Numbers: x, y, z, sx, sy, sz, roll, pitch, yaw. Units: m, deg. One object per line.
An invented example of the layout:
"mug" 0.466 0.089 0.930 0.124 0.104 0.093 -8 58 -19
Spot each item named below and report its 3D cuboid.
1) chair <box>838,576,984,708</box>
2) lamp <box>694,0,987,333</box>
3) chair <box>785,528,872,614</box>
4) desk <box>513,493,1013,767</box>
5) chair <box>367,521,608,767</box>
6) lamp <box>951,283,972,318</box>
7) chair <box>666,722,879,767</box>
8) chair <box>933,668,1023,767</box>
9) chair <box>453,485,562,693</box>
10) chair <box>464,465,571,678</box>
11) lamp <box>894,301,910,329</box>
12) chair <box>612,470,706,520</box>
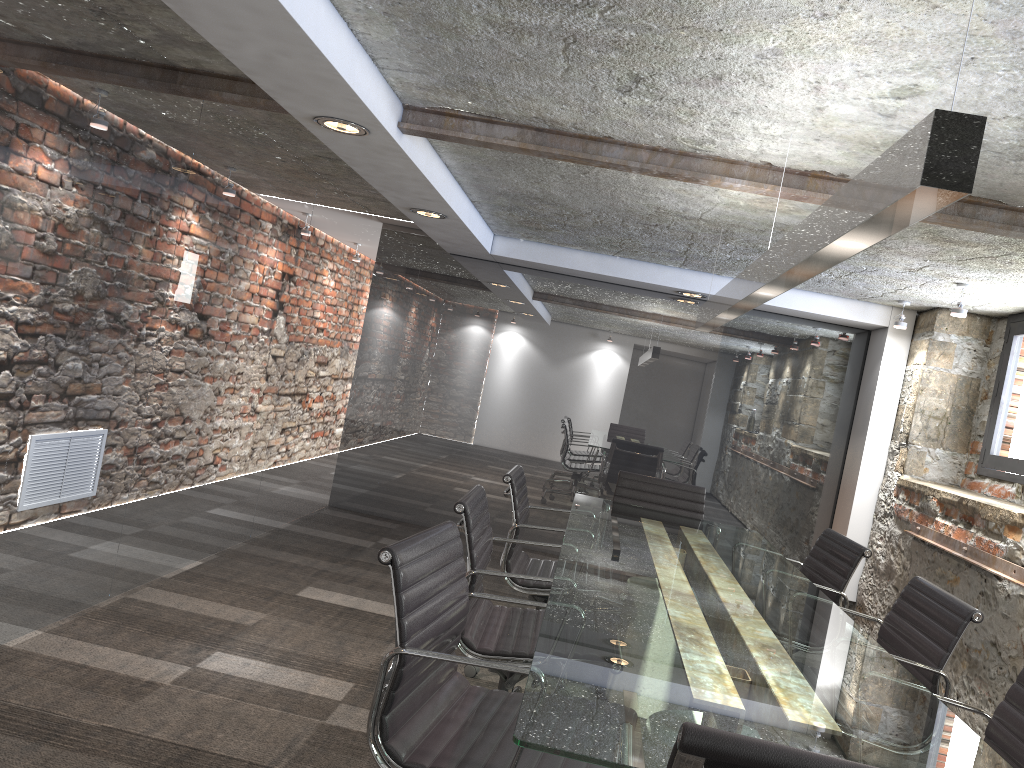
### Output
"chair" 1.010 1.006 2.802 0.667 0.837 0.693 11 1 -4
"lamp" 0.835 -0.528 2.843 0.073 0.524 3.159 11 1 6
"chair" 1.061 1.003 3.736 0.667 0.837 0.693 11 1 -7
"desk" 0.536 0.978 2.863 0.909 0.711 3.154 11 1 6
"chair" -0.029 0.814 2.042 0.667 0.837 0.693 11 1 4
"lamp" 2.355 -0.437 4.652 0.077 0.165 0.098 12 1 39
"chair" 0.410 0.909 1.431 0.693 0.837 0.667 11 1 -2
"chair" 0.903 0.998 1.928 0.667 0.837 0.693 11 1 -3
"chair" 0.053 0.818 2.885 0.667 0.837 0.693 11 1 -4
"chair" 0.195 0.832 3.815 0.667 0.837 0.693 11 1 -3
"lamp" 2.448 -0.432 5.567 0.077 0.165 0.098 12 1 39
"chair" 0.710 0.923 4.524 0.693 0.837 0.667 11 1 -4
